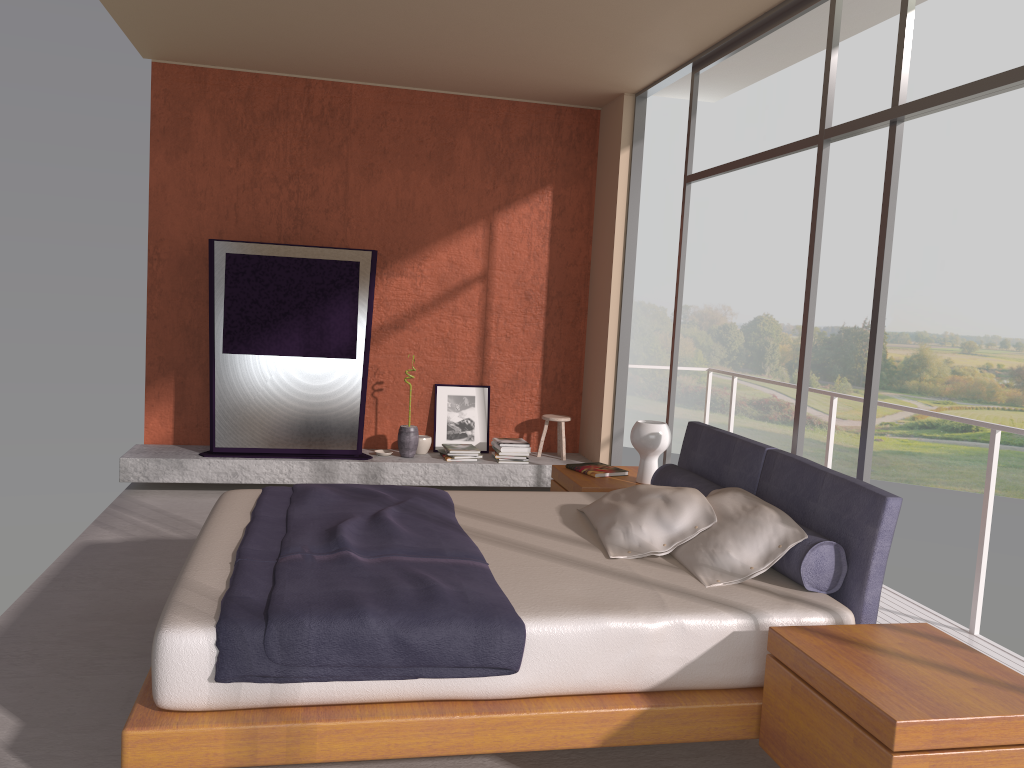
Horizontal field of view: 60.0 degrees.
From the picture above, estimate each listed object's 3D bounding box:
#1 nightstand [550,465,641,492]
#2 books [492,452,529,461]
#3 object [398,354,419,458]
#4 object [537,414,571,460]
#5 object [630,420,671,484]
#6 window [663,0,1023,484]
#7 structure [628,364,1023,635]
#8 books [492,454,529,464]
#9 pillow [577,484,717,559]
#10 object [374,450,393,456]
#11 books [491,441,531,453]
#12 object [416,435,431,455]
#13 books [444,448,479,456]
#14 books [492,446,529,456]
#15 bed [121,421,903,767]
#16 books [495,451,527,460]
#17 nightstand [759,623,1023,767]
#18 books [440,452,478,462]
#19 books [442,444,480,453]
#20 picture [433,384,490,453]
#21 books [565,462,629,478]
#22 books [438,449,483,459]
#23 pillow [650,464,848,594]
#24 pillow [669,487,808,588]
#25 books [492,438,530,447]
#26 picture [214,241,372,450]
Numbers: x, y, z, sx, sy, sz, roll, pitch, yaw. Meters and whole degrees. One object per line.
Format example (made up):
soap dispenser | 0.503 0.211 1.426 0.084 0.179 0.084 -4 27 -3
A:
nightstand | 0.563 0.803 5.103 0.562 0.556 0.628 2 5 -12
books | -0.015 0.579 7.079 0.247 0.018 0.287 2 5 -13
object | -0.796 0.170 6.903 0.165 0.810 0.165 4 5 11
object | 0.367 0.438 7.285 0.257 0.349 0.260 -2 7 -43
object | 0.762 0.379 4.914 0.224 0.338 0.224 3 5 -1
window | 1.746 -0.227 3.046 0.075 3.133 6.106 2 5 -12
structure | 2.040 0.747 3.411 0.728 1.005 7.689 2 5 -12
books | -0.014 0.597 7.075 0.247 0.018 0.328 2 5 -11
pillow | 0.556 0.549 3.808 0.431 0.264 0.869 3 5 -5
object | -1.006 0.548 6.954 0.152 0.040 0.152 5 6 22
books | -0.009 0.498 7.066 0.247 0.038 0.319 2 5 -15
object | -0.739 0.491 7.124 0.179 0.137 0.180 3 5 0
books | -0.403 0.531 7.006 0.247 0.025 0.287 2 5 -10
books | -0.011 0.531 7.069 0.247 0.027 0.328 2 5 -11
bed | -0.070 0.709 3.615 2.462 0.959 2.017 2 5 -12
books | -0.012 0.560 7.052 0.247 0.025 0.287 3 5 -2
nightstand | 1.121 1.071 2.536 0.562 0.556 0.628 2 5 -12
books | -0.423 0.575 7.012 0.247 0.025 0.287 2 5 -16
books | -0.404 0.510 7.008 0.247 0.018 0.328 2 5 -16
picture | -0.410 0.285 7.279 0.458 0.550 0.117 2 5 -12
books | 0.495 0.500 5.171 0.247 0.025 0.287 0 6 -32
books | -0.410 0.552 7.021 0.247 0.018 0.328 1 6 -28
pillow | 0.950 0.572 3.809 0.205 0.201 1.470 2 5 -12
pillow | 0.812 0.582 3.499 0.400 0.265 0.791 2 5 -10
books | -0.008 0.467 7.069 0.247 0.025 0.287 2 5 -13
picture | -1.641 -0.270 6.581 1.129 1.496 0.126 2 5 -12
